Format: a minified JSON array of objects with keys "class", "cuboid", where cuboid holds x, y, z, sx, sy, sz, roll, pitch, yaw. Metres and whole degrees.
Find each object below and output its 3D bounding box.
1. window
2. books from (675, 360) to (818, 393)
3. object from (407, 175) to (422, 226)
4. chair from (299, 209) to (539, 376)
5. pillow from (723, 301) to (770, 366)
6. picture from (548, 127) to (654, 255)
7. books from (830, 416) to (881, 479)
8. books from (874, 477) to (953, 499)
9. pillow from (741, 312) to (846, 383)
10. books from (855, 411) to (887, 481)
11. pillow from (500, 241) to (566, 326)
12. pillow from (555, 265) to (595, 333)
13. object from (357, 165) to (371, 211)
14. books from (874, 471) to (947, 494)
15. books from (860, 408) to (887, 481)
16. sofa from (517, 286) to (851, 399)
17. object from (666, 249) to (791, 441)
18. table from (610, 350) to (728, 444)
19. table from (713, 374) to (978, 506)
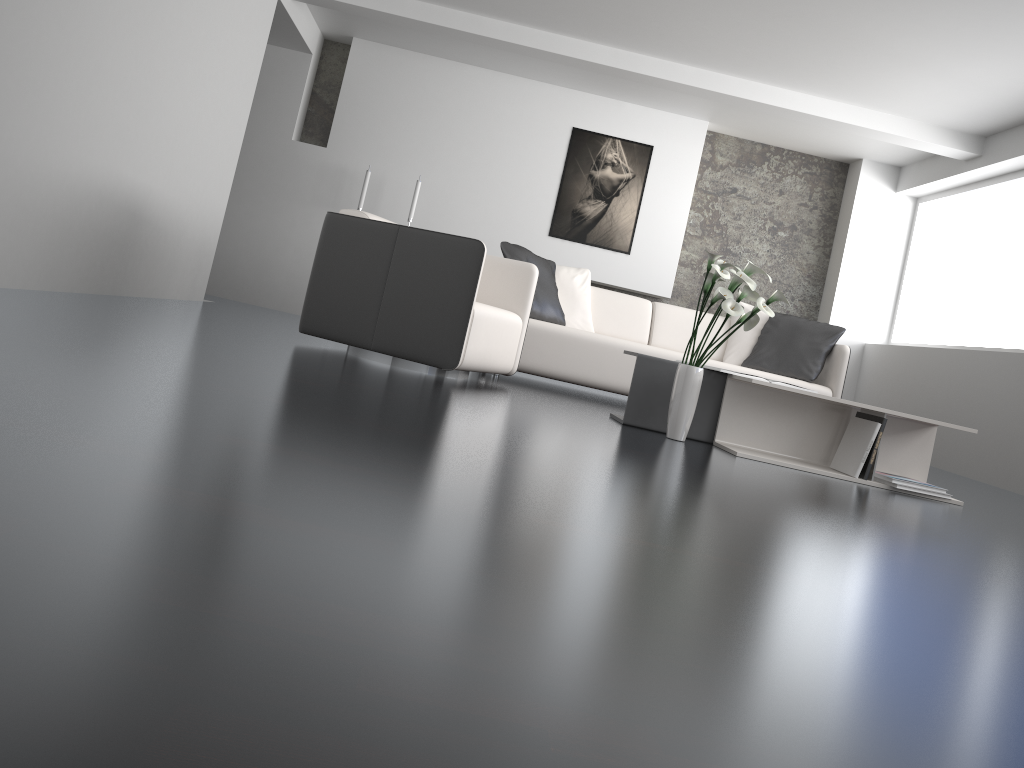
[{"class":"window","cuboid":[3.764,-0.695,3.944,0.110,1.432,8.062,13,3,-4]},{"class":"books","cuboid":[1.062,-0.037,3.999,0.543,0.017,0.361,11,4,-23]},{"class":"object","cuboid":[-0.929,-1.088,7.425,0.180,1.402,0.179,13,-3,-3]},{"class":"chair","cuboid":[-0.456,-0.468,4.507,0.927,0.664,0.759,13,1,22]},{"class":"pillow","cuboid":[1.741,-0.275,6.000,0.588,0.510,0.297,13,-1,2]},{"class":"picture","cuboid":[0.796,-1.719,7.837,0.745,1.010,0.004,13,-3,-2]},{"class":"books","cuboid":[1.428,0.260,3.666,0.069,0.239,0.227,13,0,-6]},{"class":"books","cuboid":[1.640,0.423,3.649,0.262,0.017,0.214,12,4,-13]},{"class":"pillow","cuboid":[1.848,-0.238,5.746,0.558,0.438,0.328,14,0,43]},{"class":"books","cuboid":[1.460,0.254,3.671,0.050,0.264,0.234,13,0,-6]},{"class":"pillow","cuboid":[0.151,-0.625,5.592,0.281,0.451,0.557,12,0,41]},{"class":"pillow","cuboid":[0.273,-0.582,5.868,0.581,0.502,0.324,13,-1,-13]},{"class":"object","cuboid":[-1.370,-1.194,7.511,0.180,1.402,0.179,13,-3,-3]},{"class":"books","cuboid":[1.625,0.401,3.667,0.262,0.017,0.228,12,4,-13]},{"class":"books","cuboid":[1.489,0.249,3.693,0.007,0.285,0.205,13,-1,-6]},{"class":"sofa","cuboid":[0.928,-0.235,5.813,2.234,0.664,0.920,13,1,-5]},{"class":"object","cuboid":[0.860,-0.137,3.611,0.374,0.801,0.449,13,-2,-20]},{"class":"table","cuboid":[1.111,0.144,3.996,1.255,0.316,0.298,13,0,-4]},{"class":"table","cuboid":[1.385,0.225,3.698,0.966,0.316,0.298,13,0,-5]}]
